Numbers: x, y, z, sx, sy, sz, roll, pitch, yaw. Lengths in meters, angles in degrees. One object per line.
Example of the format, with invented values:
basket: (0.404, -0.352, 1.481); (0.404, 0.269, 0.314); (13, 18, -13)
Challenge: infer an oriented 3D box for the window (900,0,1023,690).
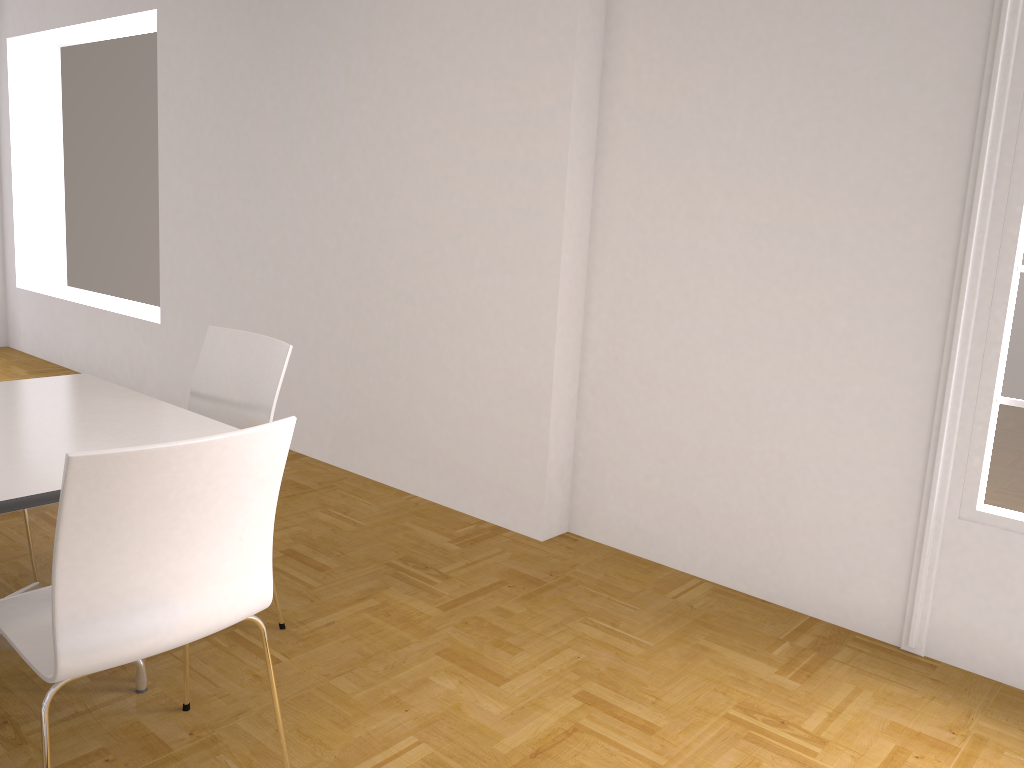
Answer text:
window: (2.698, -0.063, 1.767); (3.357, 2.519, 0.196); (12, 14, 39)

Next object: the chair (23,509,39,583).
chair: (-1.993, 0.241, 2.947); (0.576, 0.928, 0.562); (12, 14, 39)

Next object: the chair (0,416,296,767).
chair: (-0.824, 0.509, 1.947); (0.576, 0.928, 0.562); (12, 14, 39)

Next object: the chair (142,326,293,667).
chair: (-1.054, 0.320, 2.831); (0.562, 0.928, 0.576); (12, 14, 39)

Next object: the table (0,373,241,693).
table: (-1.870, 0.550, 1.941); (1.213, 0.719, 2.414); (12, 14, 39)
